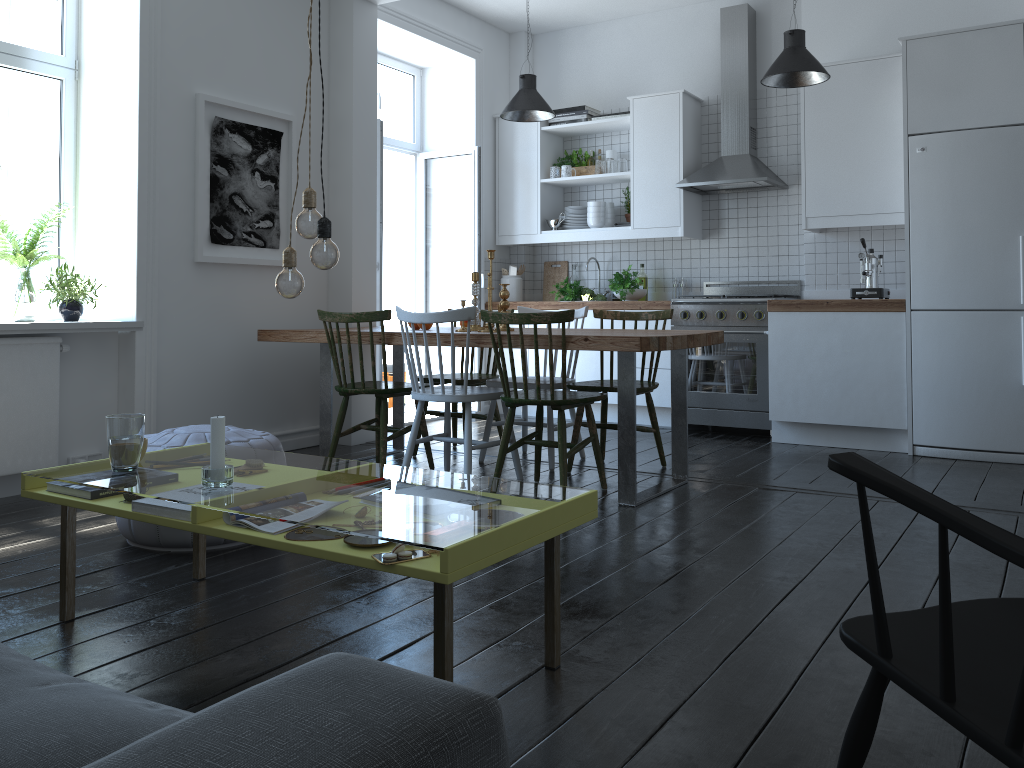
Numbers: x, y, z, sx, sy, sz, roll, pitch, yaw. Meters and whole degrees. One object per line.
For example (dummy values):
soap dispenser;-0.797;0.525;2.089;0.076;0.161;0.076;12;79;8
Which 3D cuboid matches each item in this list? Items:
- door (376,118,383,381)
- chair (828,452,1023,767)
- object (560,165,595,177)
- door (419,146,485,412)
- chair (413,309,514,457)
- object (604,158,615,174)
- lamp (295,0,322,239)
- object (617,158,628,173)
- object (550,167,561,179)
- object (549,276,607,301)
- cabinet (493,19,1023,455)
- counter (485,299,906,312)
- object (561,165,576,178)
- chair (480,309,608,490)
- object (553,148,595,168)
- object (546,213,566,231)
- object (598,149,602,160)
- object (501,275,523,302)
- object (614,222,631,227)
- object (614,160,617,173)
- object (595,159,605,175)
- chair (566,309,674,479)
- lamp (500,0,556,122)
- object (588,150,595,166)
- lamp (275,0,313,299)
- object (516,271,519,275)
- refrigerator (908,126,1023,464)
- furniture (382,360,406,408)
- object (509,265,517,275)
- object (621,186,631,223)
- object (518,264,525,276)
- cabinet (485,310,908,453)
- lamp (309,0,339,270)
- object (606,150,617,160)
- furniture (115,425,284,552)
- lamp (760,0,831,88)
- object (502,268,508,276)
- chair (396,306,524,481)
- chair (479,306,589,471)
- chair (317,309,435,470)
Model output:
door;-1.093;-0.730;5.869;0.585;2.032;0.104;-1;-2;38
chair;0.770;0.247;0.983;0.612;1.007;0.906;0;1;-13
object;0.539;-1.647;6.936;0.393;0.103;0.153;3;4;32
door;-0.491;-0.814;6.826;0.585;2.032;0.104;-1;-2;26
chair;-0.280;-0.019;5.061;0.467;0.829;0.485;0;0;31
object;0.729;-1.624;6.576;0.086;0.120;0.086;0;1;-35
lamp;-0.527;-1.126;2.311;0.074;1.501;0.074;0;-2;-11
object;0.823;-1.624;6.580;0.086;0.120;0.086;0;0;1
object;0.338;-1.640;6.878;0.083;0.100;0.108;0;2;1
object;0.512;-0.661;6.655;0.469;0.308;0.284;0;1;5
cabinet;1.436;-0.879;6.029;3.792;2.377;0.779;2;0;36
counter;1.145;-0.546;6.166;3.101;0.074;0.848;3;6;32
object;0.433;-1.633;6.799;0.108;0.100;0.083;1;1;21
chair;0.155;0.079;3.930;0.467;0.829;0.485;0;0;31
object;0.476;-1.737;6.979;0.347;0.255;0.163;1;1;22
object;0.339;-1.248;6.800;0.210;0.135;0.102;3;3;44
object;0.686;-1.718;6.882;0.056;0.234;0.056;-1;-2;35
object;-0.003;-0.759;7.016;0.174;0.208;0.174;1;1;37
object;0.852;-1.184;6.596;0.246;0.042;0.277;2;5;25
object;0.776;-1.630;6.653;0.086;0.120;0.086;0;0;1
object;0.665;-1.629;6.634;0.086;0.120;0.086;0;1;-35
chair;0.553;0.024;4.559;0.467;0.830;0.485;0;0;31
lamp;-0.840;-1.592;6.675;2.701;2.517;0.491;1;-1;32
object;0.620;-1.713;6.872;0.060;0.225;0.060;0;-1;15
lamp;-0.570;-0.971;2.304;0.089;1.501;0.074;1;-2;-34
object;0.041;-0.785;7.037;0.050;0.248;0.114;0;-1;-3
refrigerator;2.653;-0.511;5.068;0.576;1.807;0.680;-1;-1;32
furniture;-1.244;-0.016;7.627;0.921;0.375;0.401;2;3;32
object;0.001;-0.806;7.026;0.064;0.291;0.140;0;-1;6
object;0.932;-1.355;6.708;0.171;0.367;0.165;0;-1;-21
object;0.046;-0.807;7.031;0.131;0.297;0.056;0;-2;12
cabinet;1.182;-0.115;6.198;3.186;0.816;0.729;4;3;40
lamp;-0.478;-1.040;2.264;0.074;1.501;0.086;0;-2;-6
object;0.769;-1.695;6.819;0.085;0.223;0.085;-1;-1;39
furniture;-1.151;0.371;3.285;0.610;0.420;0.616;1;3;26
lamp;1.627;-2.217;5.079;0.385;0.942;0.385;-1;-1;41
object;-0.051;-0.790;7.013;0.054;0.263;0.149;0;0;7
chair;-0.272;0.052;4.156;0.466;0.844;0.509;0;0;32
chair;0.146;-0.008;4.836;0.466;0.844;0.509;0;0;32
chair;-0.679;0.037;4.432;0.467;0.830;0.485;0;0;31
